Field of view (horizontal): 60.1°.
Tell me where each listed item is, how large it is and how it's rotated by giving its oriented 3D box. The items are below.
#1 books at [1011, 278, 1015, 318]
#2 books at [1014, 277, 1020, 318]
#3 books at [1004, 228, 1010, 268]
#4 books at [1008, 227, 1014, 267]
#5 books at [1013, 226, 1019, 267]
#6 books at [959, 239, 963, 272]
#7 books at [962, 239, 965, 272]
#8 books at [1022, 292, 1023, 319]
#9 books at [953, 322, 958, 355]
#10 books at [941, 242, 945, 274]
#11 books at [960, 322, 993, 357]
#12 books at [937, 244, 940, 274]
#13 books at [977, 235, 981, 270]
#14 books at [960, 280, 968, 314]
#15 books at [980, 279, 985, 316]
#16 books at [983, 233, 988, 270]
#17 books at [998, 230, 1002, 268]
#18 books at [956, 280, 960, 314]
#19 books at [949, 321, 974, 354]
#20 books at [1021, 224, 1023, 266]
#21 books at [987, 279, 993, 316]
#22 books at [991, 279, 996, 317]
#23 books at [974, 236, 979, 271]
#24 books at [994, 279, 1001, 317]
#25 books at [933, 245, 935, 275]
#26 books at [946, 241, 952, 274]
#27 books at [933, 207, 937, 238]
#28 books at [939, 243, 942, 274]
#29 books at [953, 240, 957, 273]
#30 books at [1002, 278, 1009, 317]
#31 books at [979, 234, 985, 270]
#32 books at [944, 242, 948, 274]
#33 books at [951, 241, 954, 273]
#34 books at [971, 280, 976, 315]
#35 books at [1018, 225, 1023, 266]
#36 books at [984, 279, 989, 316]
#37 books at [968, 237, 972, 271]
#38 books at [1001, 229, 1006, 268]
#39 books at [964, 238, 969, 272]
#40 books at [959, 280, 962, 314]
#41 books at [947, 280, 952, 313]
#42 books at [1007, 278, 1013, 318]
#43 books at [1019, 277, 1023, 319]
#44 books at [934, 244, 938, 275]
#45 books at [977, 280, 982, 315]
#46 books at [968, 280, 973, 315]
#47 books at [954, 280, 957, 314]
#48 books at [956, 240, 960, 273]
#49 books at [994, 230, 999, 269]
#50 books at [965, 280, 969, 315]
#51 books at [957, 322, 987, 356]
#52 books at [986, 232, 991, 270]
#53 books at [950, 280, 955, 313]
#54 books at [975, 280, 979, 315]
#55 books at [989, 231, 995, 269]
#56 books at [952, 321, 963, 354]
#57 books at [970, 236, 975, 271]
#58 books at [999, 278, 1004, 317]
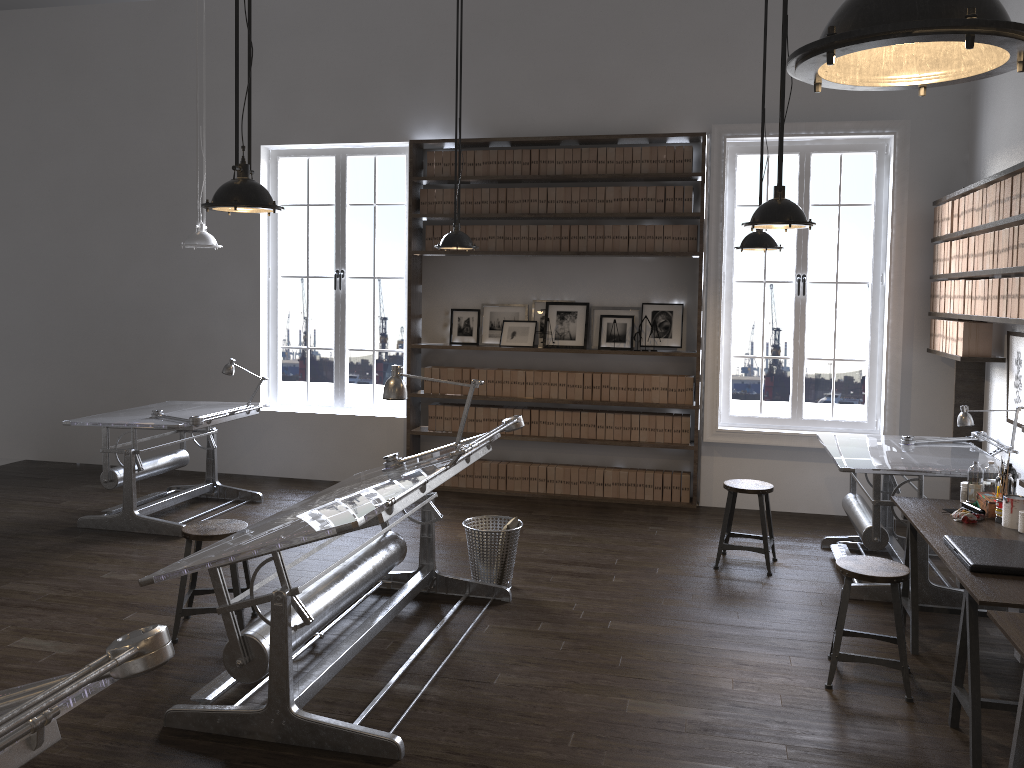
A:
[{"bbox_3d":[2.783,-0.457,4.746,0.174,0.225,0.067,2,3,13],"label":"books"},{"bbox_3d":[2.762,-0.451,4.682,0.174,0.225,0.067,2,3,13],"label":"books"},{"bbox_3d":[2.813,-0.745,4.868,0.174,0.225,0.067,2,3,13],"label":"books"},{"bbox_3d":[2.797,-0.738,4.798,0.174,0.225,0.067,2,3,13],"label":"books"},{"bbox_3d":[2.786,-0.731,4.736,0.174,0.225,0.067,2,3,13],"label":"books"},{"bbox_3d":[3.043,-0.839,5.820,0.174,0.225,0.067,2,3,13],"label":"books"},{"bbox_3d":[3.030,-0.832,5.755,0.174,0.225,0.067,2,3,13],"label":"books"},{"bbox_3d":[2.735,-0.438,4.555,0.174,0.225,0.067,2,3,13],"label":"books"},{"bbox_3d":[3.039,-0.300,5.886,0.174,0.225,0.067,2,3,13],"label":"books"},{"bbox_3d":[3.150,-0.891,6.288,0.174,0.225,0.067,2,3,13],"label":"books"},{"bbox_3d":[3.012,-0.286,5.749,0.174,0.225,0.067,2,3,13],"label":"books"},{"bbox_3d":[3.183,-0.904,6.413,0.174,0.225,0.067,2,3,13],"label":"books"},{"bbox_3d":[2.946,-0.798,5.404,0.174,0.225,0.067,2,3,13],"label":"books"},{"bbox_3d":[3.011,-0.562,5.735,0.174,0.225,0.067,2,3,13],"label":"books"},{"bbox_3d":[2.906,-0.512,5.294,0.174,0.225,0.067,2,3,13],"label":"books"},{"bbox_3d":[2.914,-0.785,5.273,0.174,0.225,0.067,2,3,13],"label":"books"},{"bbox_3d":[2.853,-0.758,5.005,0.174,0.225,0.067,2,3,13],"label":"books"},{"bbox_3d":[3.048,-0.575,5.868,0.174,0.225,0.067,2,3,13],"label":"books"},{"bbox_3d":[3.072,-0.312,6.011,0.174,0.225,0.067,2,3,13],"label":"books"},{"bbox_3d":[2.749,-0.717,4.591,0.174,0.225,0.067,2,3,13],"label":"books"},{"bbox_3d":[2.880,-0.498,5.162,0.174,0.225,0.067,2,3,13],"label":"books"},{"bbox_3d":[2.867,-0.492,5.097,0.174,0.225,0.067,2,3,13],"label":"books"},{"bbox_3d":[2.963,-0.804,5.473,0.174,0.225,0.067,2,3,13],"label":"books"},{"bbox_3d":[2.844,-0.485,5.027,0.174,0.225,0.067,2,3,13],"label":"books"},{"bbox_3d":[3.217,-0.917,6.552,0.174,0.225,0.067,2,3,13],"label":"books"},{"bbox_3d":[3.124,-0.878,6.152,0.174,0.225,0.067,2,3,13],"label":"books"},{"bbox_3d":[3.219,-1.194,6.548,0.174,0.225,0.067,2,3,13],"label":"books"},{"bbox_3d":[3.170,-0.898,6.352,0.174,0.225,0.067,2,3,13],"label":"books"},{"bbox_3d":[3.070,-0.852,5.952,0.174,0.225,0.067,2,3,13],"label":"books"},{"bbox_3d":[2.812,-0.471,4.884,0.174,0.225,0.067,2,3,13],"label":"books"},{"bbox_3d":[2.925,-0.791,5.339,0.174,0.225,0.067,2,3,13],"label":"books"},{"bbox_3d":[3.140,-0.884,6.221,0.174,0.225,0.067,2,3,13],"label":"books"},{"bbox_3d":[3.090,-0.859,6.022,0.174,0.225,0.067,2,3,13],"label":"books"},{"bbox_3d":[2.961,-0.532,5.499,0.174,0.225,0.067,2,3,13],"label":"books"},{"bbox_3d":[2.771,-0.724,4.661,0.174,0.225,0.067,2,3,13],"label":"books"},{"bbox_3d":[2.890,-0.505,5.224,0.174,0.225,0.067,2,3,13],"label":"books"},{"bbox_3d":[2.996,-0.818,5.610,0.174,0.225,0.067,2,3,13],"label":"books"},{"bbox_3d":[2.833,-0.751,4.938,0.174,0.225,0.067,2,3,13],"label":"books"},{"bbox_3d":[3.008,-0.826,5.685,0.174,0.225,0.067,2,3,13],"label":"books"},{"bbox_3d":[3.030,-0.568,5.796,0.174,0.225,0.067,2,3,13],"label":"books"},{"bbox_3d":[3.091,-0.596,6.075,0.174,0.225,0.067,2,3,13],"label":"books"},{"bbox_3d":[2.799,-0.464,4.815,0.174,0.225,0.067,2,3,13],"label":"books"},{"bbox_3d":[2.751,-0.444,4.616,0.174,0.225,0.067,2,3,13],"label":"books"},{"bbox_3d":[3.197,-0.911,6.484,0.174,0.225,0.067,2,3,13],"label":"books"},{"bbox_3d":[2.926,-0.518,5.364,0.174,0.225,0.067,2,3,13],"label":"books"},{"bbox_3d":[2.973,-0.539,5.568,0.174,0.225,0.067,2,3,13],"label":"books"},{"bbox_3d":[3.066,-0.582,5.935,0.174,0.225,0.067,2,3,13],"label":"books"},{"bbox_3d":[3.053,-0.845,5.882,0.174,0.225,0.067,2,3,13],"label":"books"},{"bbox_3d":[2.867,-0.765,5.073,0.174,0.225,0.067,2,3,13],"label":"books"},{"bbox_3d":[2.994,-0.547,5.648,0.174,0.225,0.067,2,3,13],"label":"books"},{"bbox_3d":[3.030,-0.293,5.816,0.174,0.225,0.067,2,3,13],"label":"books"},{"bbox_3d":[2.898,-0.779,5.213,0.174,0.225,0.067,2,3,13],"label":"books"},{"bbox_3d":[3.078,-0.589,6.004,0.174,0.225,0.067,2,3,13],"label":"books"},{"bbox_3d":[2.946,-0.525,5.431,0.174,0.225,0.067,2,3,13],"label":"books"},{"bbox_3d":[2.880,-0.772,5.143,0.174,0.225,0.067,2,3,13],"label":"books"},{"bbox_3d":[3.059,-0.306,5.949,0.174,0.225,0.067,2,3,13],"label":"books"},{"bbox_3d":[2.975,-0.811,5.542,0.174,0.225,0.067,2,3,13],"label":"books"},{"bbox_3d":[2.833,-0.478,4.953,0.174,0.225,0.067,2,3,13],"label":"books"}]
